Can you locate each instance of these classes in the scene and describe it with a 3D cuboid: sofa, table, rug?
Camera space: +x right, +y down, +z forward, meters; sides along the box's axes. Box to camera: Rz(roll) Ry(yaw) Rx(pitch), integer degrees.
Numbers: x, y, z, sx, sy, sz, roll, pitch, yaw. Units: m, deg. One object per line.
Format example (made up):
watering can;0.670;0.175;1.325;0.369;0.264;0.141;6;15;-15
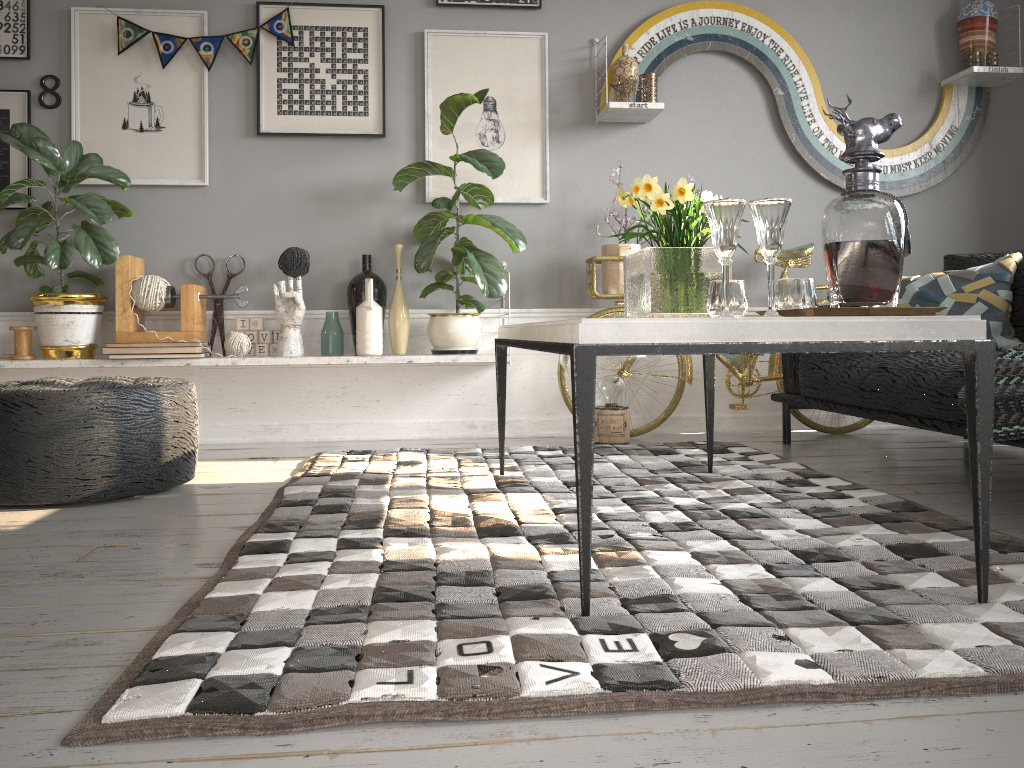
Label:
sofa;1.691;-0.078;2.752;0.970;0.797;2.343;-1;3;-7
table;0.387;0.102;2.195;0.732;0.510;1.458;-1;3;-6
rug;0.209;0.332;2.400;1.770;0.034;2.530;-1;3;-6

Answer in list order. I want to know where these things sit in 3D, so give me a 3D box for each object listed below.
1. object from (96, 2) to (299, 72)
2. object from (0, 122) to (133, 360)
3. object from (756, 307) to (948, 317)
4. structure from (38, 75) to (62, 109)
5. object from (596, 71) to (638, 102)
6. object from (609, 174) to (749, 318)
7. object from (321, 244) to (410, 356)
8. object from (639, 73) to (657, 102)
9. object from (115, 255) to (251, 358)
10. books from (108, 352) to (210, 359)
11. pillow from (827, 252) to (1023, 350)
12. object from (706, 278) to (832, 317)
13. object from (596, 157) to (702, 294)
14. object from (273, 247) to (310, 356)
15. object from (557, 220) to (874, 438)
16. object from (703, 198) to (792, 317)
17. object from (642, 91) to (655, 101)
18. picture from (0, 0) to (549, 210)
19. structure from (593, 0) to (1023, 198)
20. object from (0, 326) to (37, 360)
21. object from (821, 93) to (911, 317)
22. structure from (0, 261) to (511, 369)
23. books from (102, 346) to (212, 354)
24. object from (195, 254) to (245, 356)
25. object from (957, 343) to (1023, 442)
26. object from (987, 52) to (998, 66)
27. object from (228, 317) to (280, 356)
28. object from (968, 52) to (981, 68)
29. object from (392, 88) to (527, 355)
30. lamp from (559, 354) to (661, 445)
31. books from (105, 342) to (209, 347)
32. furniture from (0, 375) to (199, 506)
object;-1.407;-1.569;3.988;0.914;0.340;0.057;-1;0;-7
object;-1.872;-0.585;3.716;0.510;0.964;0.545;-1;0;-21
object;0.650;-0.139;1.732;0.247;0.015;0.318;-1;3;-6
structure;-2.377;-1.239;3.907;0.739;0.263;0.024;-1;0;-6
object;0.477;-1.344;4.004;0.197;0.166;0.060;0;0;27
object;0.409;-0.330;2.196;0.325;0.351;0.352;-1;1;-4
object;-0.650;-0.370;3.908;0.331;0.488;0.286;0;1;44
object;0.621;-1.336;4.034;0.086;0.140;0.086;-1;1;-14
object;-1.403;-0.330;3.825;0.545;0.440;0.238;-1;0;-6
books;-1.507;-0.123;3.812;0.368;0.021;0.297;-1;3;-12
pillow;1.570;-0.292;3.366;0.443;0.362;0.799;-1;3;-24
object;0.577;-0.175;1.843;0.279;0.087;0.246;-2;3;-28
object;0.621;-0.714;4.001;0.488;0.641;0.253;0;0;12
object;-0.965;-0.362;3.889;0.155;0.483;0.136;0;0;-6
object;1.023;-0.243;4.062;1.626;0.970;0.426;-1;0;-15
object;0.453;-0.238;1.700;0.167;0.227;0.082;0;0;5
object;0.637;-1.313;4.114;0.062;0.081;0.062;-1;1;-30
picture;-3.240;-1.213;1.783;7.292;1.795;4.044;-1;3;-6
structure;1.405;-1.375;4.182;2.022;0.956;0.267;-1;0;-6
object;-2.390;-0.194;3.721;0.785;0.307;0.329;-1;2;-5
object;0.666;-0.336;1.671;0.156;0.417;0.148;-1;0;13
structure;-1.388;-0.304;3.856;2.775;0.487;0.308;-1;1;-6
books;-1.519;-0.147;3.806;0.384;0.029;0.260;-1;3;-5
object;-1.313;-0.353;3.982;0.221;0.464;0.019;-1;-1;-6
object;1.467;-0.015;2.119;0.490;0.329;0.667;-1;3;-11
object;2.269;-1.530;4.181;0.050;0.058;0.050;-1;1;-16
object;-1.129;-0.211;3.964;0.265;0.173;0.078;-1;0;0
object;2.199;-1.531;4.207;0.060;0.079;0.060;-1;1;-17
object;-0.230;-0.705;3.924;0.567;1.150;0.416;0;0;33
lamp;0.419;0.041;3.787;0.432;0.437;0.433;0;2;25
books;-1.523;-0.170;3.816;0.379;0.017;0.229;-1;3;-9
furniture;-1.387;0.156;2.818;0.735;0.357;0.736;-1;3;-19
